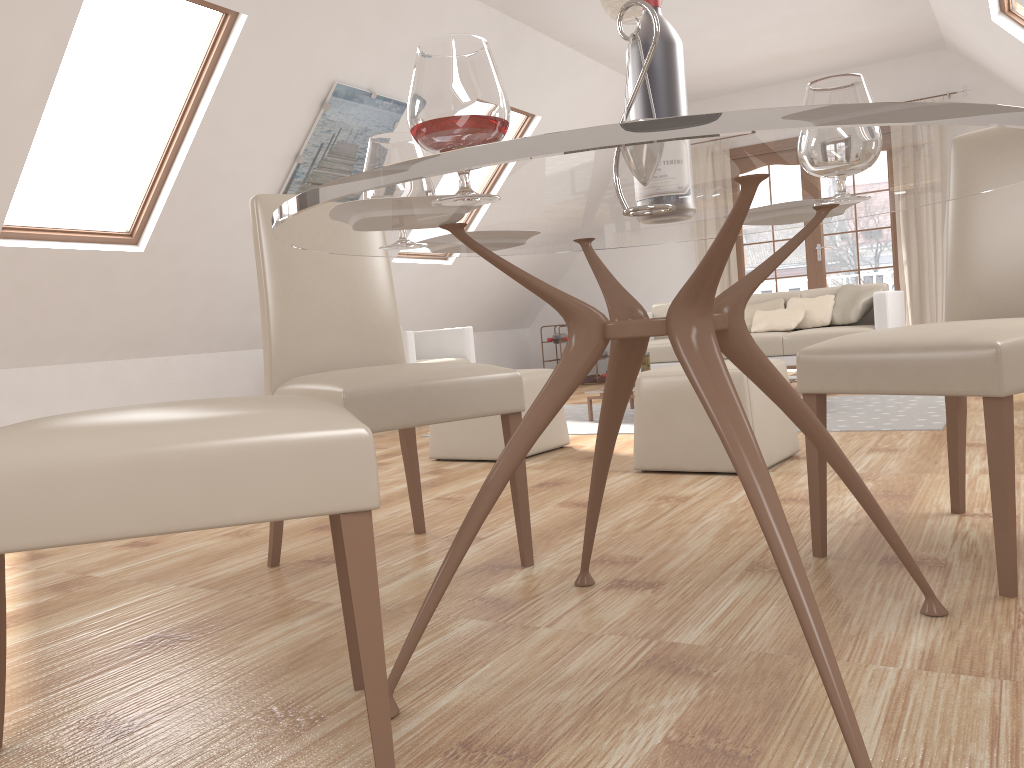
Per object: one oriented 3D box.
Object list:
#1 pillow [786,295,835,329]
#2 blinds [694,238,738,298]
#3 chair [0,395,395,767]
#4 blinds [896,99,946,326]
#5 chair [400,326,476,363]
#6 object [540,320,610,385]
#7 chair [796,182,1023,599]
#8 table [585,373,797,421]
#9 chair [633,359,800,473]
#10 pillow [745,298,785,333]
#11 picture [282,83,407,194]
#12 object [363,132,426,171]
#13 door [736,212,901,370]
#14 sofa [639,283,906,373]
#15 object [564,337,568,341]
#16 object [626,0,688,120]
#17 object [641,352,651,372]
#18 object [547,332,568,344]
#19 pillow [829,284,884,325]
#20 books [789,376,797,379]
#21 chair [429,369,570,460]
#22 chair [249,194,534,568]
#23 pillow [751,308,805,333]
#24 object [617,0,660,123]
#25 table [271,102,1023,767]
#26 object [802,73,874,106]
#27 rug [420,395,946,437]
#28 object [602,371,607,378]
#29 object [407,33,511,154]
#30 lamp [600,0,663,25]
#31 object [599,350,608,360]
[{"bbox_3d":[2.080,-0.505,6.231,0.351,0.225,0.196,-2,4,36],"label":"pillow"},{"bbox_3d":[1.906,-1.190,8.337,0.423,2.130,0.120,-3,4,28],"label":"blinds"},{"bbox_3d":[-0.520,0.051,1.185,0.618,0.999,0.477,-6,3,-14],"label":"chair"},{"bbox_3d":[3.429,-1.262,7.382,0.424,2.129,0.123,-3,4,26],"label":"blinds"},{"bbox_3d":[-0.787,-0.085,6.354,0.820,0.706,0.748,-2,4,33],"label":"chair"},{"bbox_3d":[0.748,-0.307,8.800,0.854,0.608,0.417,-3,4,31],"label":"object"},{"bbox_3d":[1.029,-0.124,1.987,0.618,0.999,0.477,-7,4,-32],"label":"chair"},{"bbox_3d":[1.122,0.081,5.262,1.173,0.190,0.730,-3,4,31],"label":"table"},{"bbox_3d":[0.787,0.110,3.439,0.506,0.394,0.506,-2,4,35],"label":"chair"},{"bbox_3d":[1.790,-0.493,6.409,0.351,0.235,0.185,-2,4,34],"label":"pillow"},{"bbox_3d":[-1.073,-1.338,5.450,0.683,0.738,0.650,-3,4,31],"label":"picture"},{"bbox_3d":[-0.212,-0.368,1.658,0.136,0.183,0.136,-4,3,10],"label":"object"},{"bbox_3d":[2.721,-1.141,7.967,1.546,2.001,0.098,-3,4,31],"label":"door"},{"bbox_3d":[1.745,-0.293,6.336,1.880,0.706,0.820,-3,4,31],"label":"sofa"},{"bbox_3d":[0.631,-0.459,8.806,0.109,0.109,0.435,-3,4,31],"label":"object"},{"bbox_3d":[0.259,-0.530,1.583,0.109,0.435,0.109,-3,4,27],"label":"object"},{"bbox_3d":[0.844,-0.107,5.605,0.075,0.185,0.075,-6,4,-27],"label":"object"},{"bbox_3d":[0.470,-0.454,8.895,0.110,0.110,0.439,-3,4,31],"label":"object"},{"bbox_3d":[2.325,-0.548,6.030,0.269,0.276,0.424,-5,3,-9],"label":"pillow"},{"bbox_3d":[1.515,-0.034,4.977,0.280,0.005,0.192,-3,4,23],"label":"books"},{"bbox_3d":[-0.069,0.134,4.230,0.506,0.394,0.506,-2,4,36],"label":"chair"},{"bbox_3d":[-0.343,-0.027,2.265,0.477,0.999,0.618,-7,4,-34],"label":"chair"},{"bbox_3d":[1.847,-0.442,6.206,0.363,0.170,0.227,-2,4,36],"label":"pillow"},{"bbox_3d":[0.209,-0.461,1.445,0.086,0.322,0.096,-5,3,-6],"label":"object"},{"bbox_3d":[0.256,0.083,1.477,1.198,0.770,1.198,-7,4,-38],"label":"table"},{"bbox_3d":[0.555,-0.422,1.507,0.136,0.183,0.136,-7,4,-32],"label":"object"},{"bbox_3d":[1.062,0.180,5.230,2.800,0.007,1.600,-3,4,31],"label":"rug"},{"bbox_3d":[0.982,-0.100,8.634,0.109,0.109,0.435,-3,4,31],"label":"object"},{"bbox_3d":[-0.069,-0.350,1.160,0.136,0.183,0.136,-4,3,10],"label":"object"},{"bbox_3d":[0.604,-2.100,4.502,0.340,0.497,0.340,-6,4,-20],"label":"lamp"},{"bbox_3d":[0.806,-0.279,8.719,0.109,0.109,0.435,-3,4,31],"label":"object"}]
